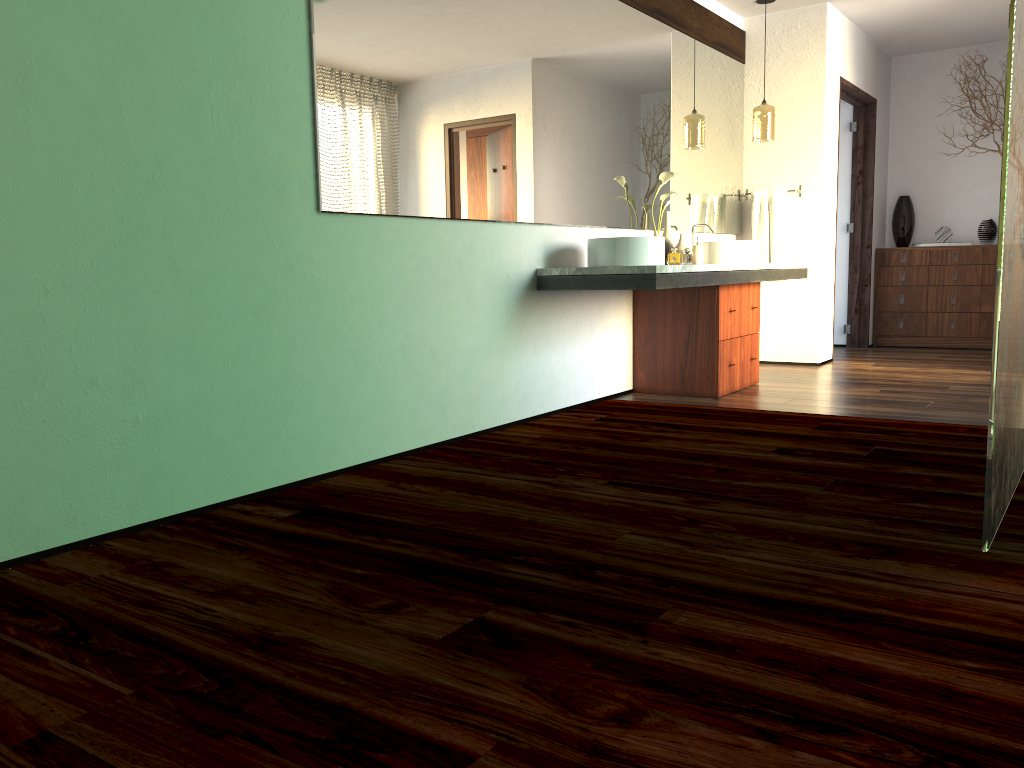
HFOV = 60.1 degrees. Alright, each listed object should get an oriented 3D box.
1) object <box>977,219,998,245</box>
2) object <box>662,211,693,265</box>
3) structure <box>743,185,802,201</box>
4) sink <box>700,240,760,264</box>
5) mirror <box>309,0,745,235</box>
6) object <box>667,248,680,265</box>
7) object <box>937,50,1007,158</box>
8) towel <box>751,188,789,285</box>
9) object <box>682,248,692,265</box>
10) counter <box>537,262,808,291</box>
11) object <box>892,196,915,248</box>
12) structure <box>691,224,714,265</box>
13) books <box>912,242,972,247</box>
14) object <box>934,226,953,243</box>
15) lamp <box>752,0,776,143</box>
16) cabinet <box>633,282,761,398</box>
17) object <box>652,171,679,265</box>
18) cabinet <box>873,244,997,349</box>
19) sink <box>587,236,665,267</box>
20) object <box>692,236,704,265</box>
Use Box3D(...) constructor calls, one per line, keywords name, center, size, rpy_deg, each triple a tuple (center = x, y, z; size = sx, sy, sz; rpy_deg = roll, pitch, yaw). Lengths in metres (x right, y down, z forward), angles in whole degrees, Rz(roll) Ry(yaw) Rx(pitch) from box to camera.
Box3D(name="object", center=(3.696, -1.181, 6.881), size=(0.138, 0.200, 0.140), rpy_deg=(-3, 7, -11))
Box3D(name="object", center=(0.912, -0.819, 4.974), size=(0.118, 0.305, 0.245), rpy_deg=(-5, 8, -29))
Box3D(name="structure", center=(1.756, -1.294, 5.992), size=(0.378, 0.088, 0.100), rpy_deg=(4, 9, 35))
Box3D(name="sink", center=(1.275, -0.775, 5.235), size=(0.361, 0.131, 0.353), rpy_deg=(0, 7, 12))
Box3D(name="mirror", center=(0.473, -1.376, 4.489), size=(0.018, 1.152, 3.984), rpy_deg=(4, 9, 34))
Box3D(name="object", center=(0.886, -0.696, 4.849), size=(0.066, 0.092, 0.039), rpy_deg=(-2, 7, -4))
Box3D(name="object", center=(3.586, -1.792, 6.743), size=(0.724, 1.450, 0.833), rpy_deg=(-3, 7, -12))
Box3D(name="towel", center=(1.736, -0.990, 5.975), size=(0.157, 0.636, 0.264), rpy_deg=(-7, 9, -37))
Box3D(name="object", center=(0.960, -0.699, 4.849), size=(0.040, 0.090, 0.056), rpy_deg=(6, 10, 44))
Box3D(name="counter", center=(0.980, -0.594, 4.792), size=(0.601, 0.101, 2.206), rpy_deg=(4, 9, 34))
Box3D(name="object", center=(3.193, -1.321, 7.220), size=(0.166, 0.417, 0.174), rpy_deg=(-8, 10, -42))
Box3D(name="structure", center=(1.121, -0.836, 5.302), size=(0.168, 0.242, 0.064), rpy_deg=(5, 9, 38))
Box3D(name="books", center=(3.488, -1.111, 7.048), size=(0.502, 0.034, 0.245), rpy_deg=(0, 7, 11))
Box3D(name="object", center=(3.443, -1.191, 7.062), size=(0.134, 0.131, 0.128), rpy_deg=(3, 8, 30))
Box3D(name="lamp", center=(1.621, -2.002, 5.677), size=(0.137, 0.867, 0.140), rpy_deg=(-3, 7, -13))
Box3D(name="cabinet", center=(1.064, -0.276, 5.017), size=(0.524, 0.599, 0.644), rpy_deg=(4, 9, 34))
Box3D(name="object", center=(0.841, -0.911, 4.917), size=(0.190, 0.504, 0.241), rpy_deg=(1, 7, 12))
Box3D(name="cabinet", center=(3.530, -0.689, 7.018), size=(1.166, 0.800, 0.393), rpy_deg=(4, 9, 35))
Box3D(name="sink", center=(0.534, -0.618, 4.155), size=(0.366, 0.131, 0.349), rpy_deg=(4, 9, 37))
Box3D(name="object", center=(1.041, -0.748, 4.963), size=(0.071, 0.158, 0.069), rpy_deg=(1, 8, 18))
